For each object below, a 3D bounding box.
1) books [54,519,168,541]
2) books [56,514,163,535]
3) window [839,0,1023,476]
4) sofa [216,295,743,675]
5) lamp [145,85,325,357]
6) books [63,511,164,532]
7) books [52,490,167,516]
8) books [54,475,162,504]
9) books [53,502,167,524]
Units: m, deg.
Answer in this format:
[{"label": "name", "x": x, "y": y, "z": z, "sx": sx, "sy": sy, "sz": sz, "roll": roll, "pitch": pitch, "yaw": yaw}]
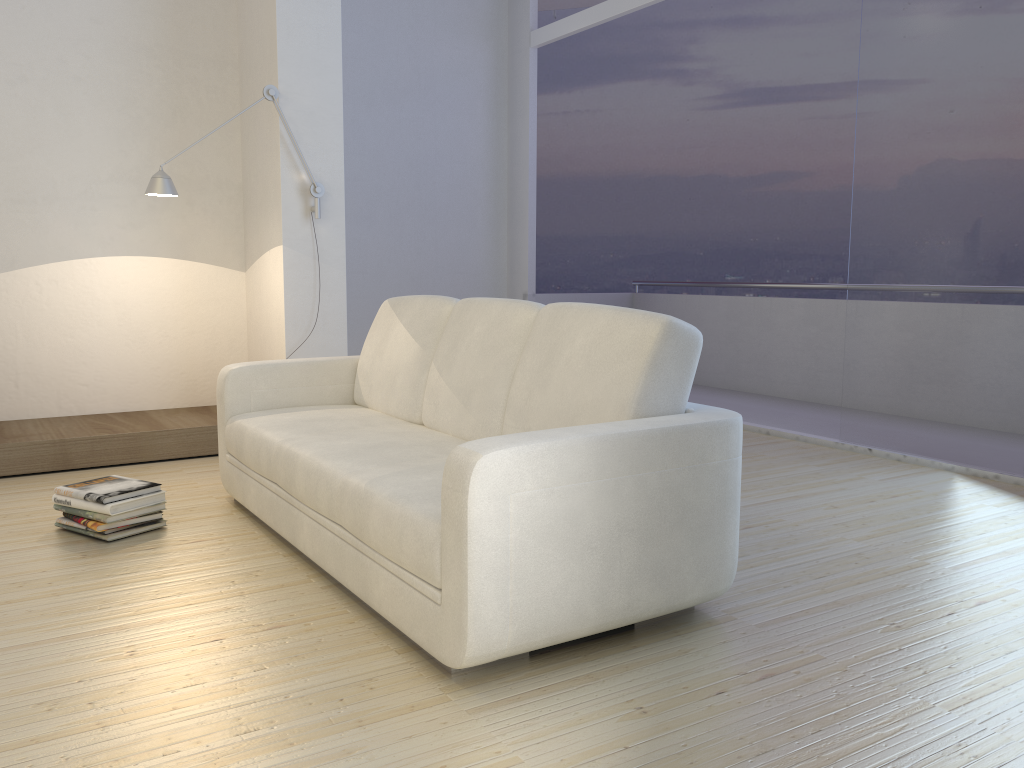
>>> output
[{"label": "books", "x": -1.490, "y": 0.520, "z": 3.298, "sx": 0.328, "sy": 0.018, "sz": 0.247, "roll": 5, "pitch": 9, "yaw": 33}, {"label": "books", "x": -1.495, "y": 0.502, "z": 3.299, "sx": 0.287, "sy": 0.018, "sz": 0.247, "roll": 5, "pitch": 8, "yaw": 31}, {"label": "window", "x": 2.612, "y": -0.867, "z": 3.466, "sx": 0.012, "sy": 2.706, "sz": 2.988, "roll": -4, "pitch": 8, "yaw": -32}, {"label": "sofa", "x": -0.290, "y": 0.137, "z": 3.080, "sx": 0.941, "sy": 0.862, "sz": 2.166, "roll": -4, "pitch": 8, "yaw": -32}, {"label": "lamp", "x": -1.399, "y": -0.588, "z": 4.531, "sx": 0.891, "sy": 1.841, "sz": 0.204, "roll": -5, "pitch": 9, "yaw": -36}, {"label": "books", "x": -1.475, "y": 0.483, "z": 3.280, "sx": 0.287, "sy": 0.025, "sz": 0.247, "roll": 7, "pitch": 10, "yaw": 42}, {"label": "books", "x": -1.489, "y": 0.421, "z": 3.285, "sx": 0.319, "sy": 0.038, "sz": 0.247, "roll": 4, "pitch": 8, "yaw": 29}, {"label": "books", "x": -1.494, "y": 0.390, "z": 3.285, "sx": 0.287, "sy": 0.025, "sz": 0.247, "roll": 5, "pitch": 8, "yaw": 31}, {"label": "books", "x": -1.489, "y": 0.454, "z": 3.289, "sx": 0.328, "sy": 0.027, "sz": 0.247, "roll": 5, "pitch": 9, "yaw": 33}]
